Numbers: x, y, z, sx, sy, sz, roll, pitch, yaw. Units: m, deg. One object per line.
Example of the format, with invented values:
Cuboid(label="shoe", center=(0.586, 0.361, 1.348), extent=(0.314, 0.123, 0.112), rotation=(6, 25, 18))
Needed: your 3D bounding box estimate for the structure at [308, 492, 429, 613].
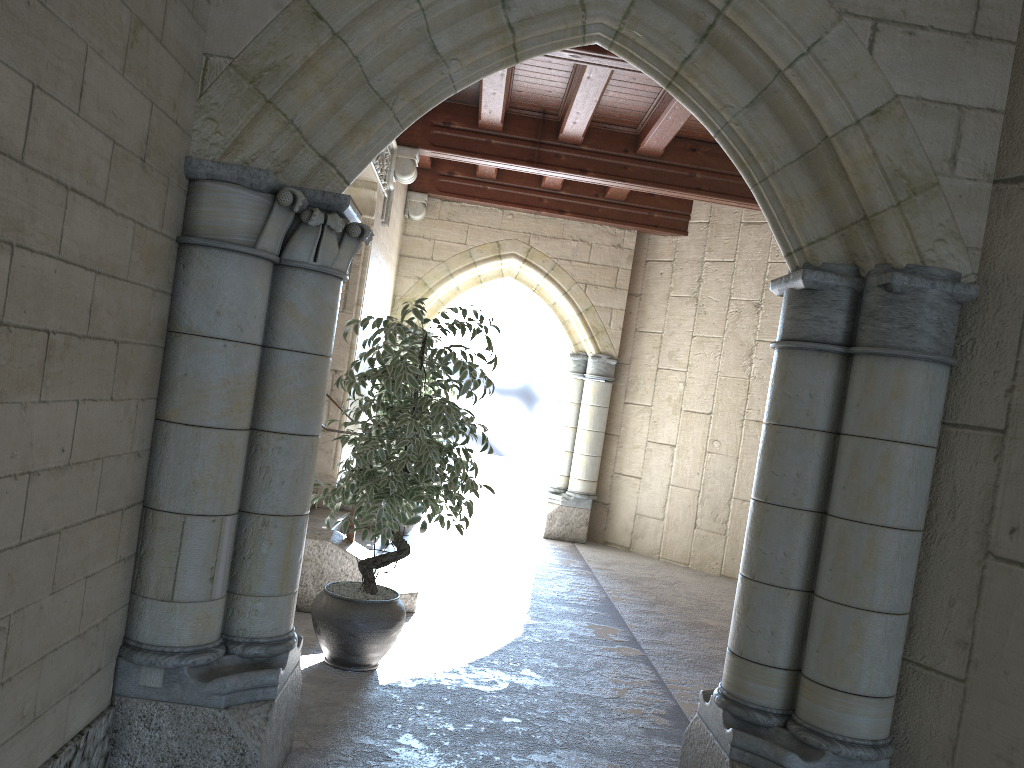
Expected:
Cuboid(label="structure", center=(-1.771, 0.671, 5.420), extent=(2.574, 0.810, 1.460), rotation=(9, 0, -3))

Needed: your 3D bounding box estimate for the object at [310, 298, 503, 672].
Cuboid(label="object", center=(-0.484, 0.432, 3.890), extent=(0.784, 1.620, 0.752), rotation=(9, 2, 28))

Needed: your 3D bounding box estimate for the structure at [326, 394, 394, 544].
Cuboid(label="structure", center=(-1.216, 0.534, 6.156), extent=(0.888, 1.263, 0.472), rotation=(9, 1, -3))

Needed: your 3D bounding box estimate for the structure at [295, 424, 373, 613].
Cuboid(label="structure", center=(-1.147, 0.524, 4.749), extent=(0.888, 1.263, 0.476), rotation=(9, 1, -3))

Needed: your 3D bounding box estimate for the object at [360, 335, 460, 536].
Cuboid(label="object", center=(-0.849, 0.425, 7.222), extent=(0.787, 1.620, 0.749), rotation=(8, 1, -7))
